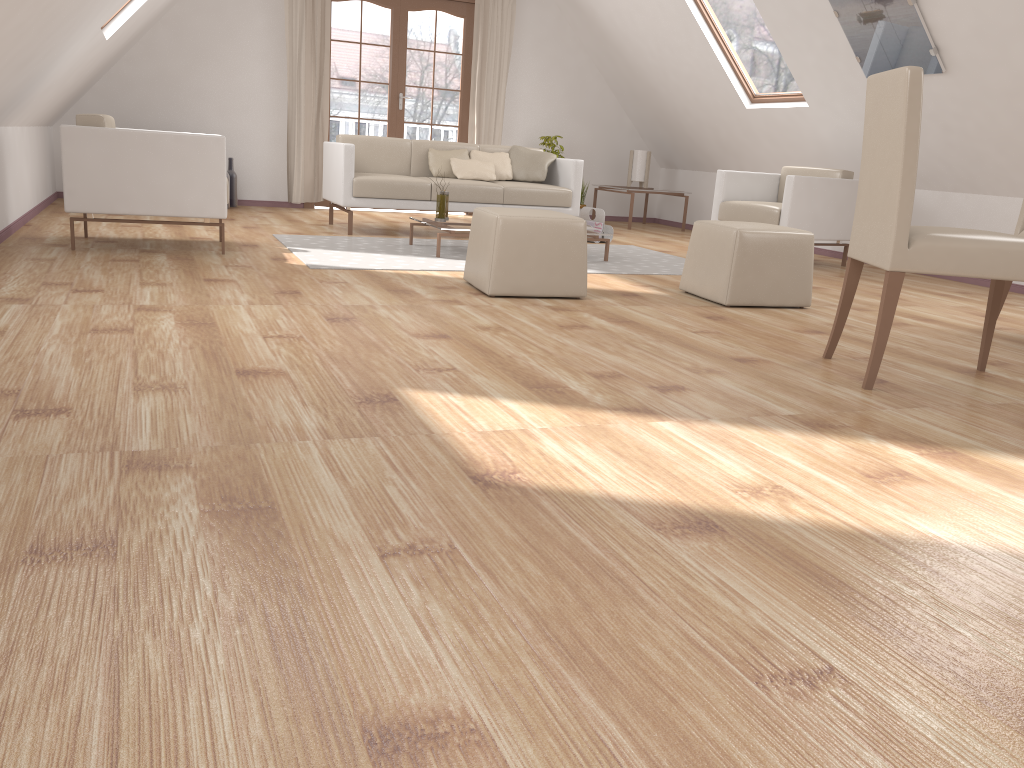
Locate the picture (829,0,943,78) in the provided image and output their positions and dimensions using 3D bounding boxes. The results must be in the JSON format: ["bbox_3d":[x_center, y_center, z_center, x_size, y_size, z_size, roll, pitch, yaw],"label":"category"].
[{"bbox_3d":[2.235,-2.334,5.509,0.683,0.738,0.650,-2,16,-22],"label":"picture"}]

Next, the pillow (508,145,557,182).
[{"bbox_3d":[0.141,-1.792,7.214,0.424,0.276,0.269,11,16,26],"label":"pillow"}]

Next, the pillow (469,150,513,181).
[{"bbox_3d":[-0.170,-1.761,7.146,0.351,0.225,0.196,0,15,-17],"label":"pillow"}]

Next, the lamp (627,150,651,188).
[{"bbox_3d":[1.324,-2.235,9.221,0.221,0.375,0.180,7,15,11],"label":"lamp"}]

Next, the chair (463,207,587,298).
[{"bbox_3d":[0.068,-0.658,4.360,0.506,0.394,0.506,-1,15,-17],"label":"chair"}]

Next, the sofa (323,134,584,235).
[{"bbox_3d":[-0.471,-1.541,6.975,1.880,0.706,0.820,-2,16,-22],"label":"sofa"}]

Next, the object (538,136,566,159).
[{"bbox_3d":[0.385,-2.102,9.049,0.311,0.846,0.307,-4,17,-29],"label":"object"}]

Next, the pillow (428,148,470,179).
[{"bbox_3d":[-0.488,-1.752,7.023,0.351,0.235,0.185,-1,15,-18],"label":"pillow"}]

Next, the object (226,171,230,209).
[{"bbox_3d":[-2.543,-1.762,7.800,0.115,0.443,0.120,-4,17,-27],"label":"object"}]

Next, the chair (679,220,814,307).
[{"bbox_3d":[1.215,-0.631,4.567,0.506,0.394,0.506,-1,15,-18],"label":"chair"}]

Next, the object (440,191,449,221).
[{"bbox_3d":[-0.451,-1.176,5.858,0.075,0.185,0.075,6,15,9],"label":"object"}]

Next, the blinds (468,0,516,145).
[{"bbox_3d":[-0.210,-2.787,8.777,0.424,2.129,0.123,-3,16,-27],"label":"blinds"}]

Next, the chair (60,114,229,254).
[{"bbox_3d":[-2.033,-1.138,5.013,0.820,0.706,0.748,-1,16,-19],"label":"chair"}]

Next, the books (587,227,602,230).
[{"bbox_3d":[0.447,-1.062,6.030,0.280,0.005,0.192,-4,17,-29],"label":"books"}]

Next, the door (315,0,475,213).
[{"bbox_3d":[-1.112,-2.700,8.581,1.546,2.001,0.098,-2,16,-22],"label":"door"}]

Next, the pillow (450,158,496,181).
[{"bbox_3d":[-0.295,-1.676,6.956,0.363,0.170,0.227,0,15,-17],"label":"pillow"}]

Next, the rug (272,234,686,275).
[{"bbox_3d":[-0.043,-0.854,5.854,2.800,0.007,1.600,-2,16,-22],"label":"rug"}]

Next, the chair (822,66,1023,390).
[{"bbox_3d":[1.471,-0.499,2.957,0.618,0.999,0.477,5,15,2],"label":"chair"}]

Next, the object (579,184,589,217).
[{"bbox_3d":[0.677,-1.866,8.960,0.209,0.480,0.234,14,17,32],"label":"object"}]

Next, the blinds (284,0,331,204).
[{"bbox_3d":[-1.895,-2.739,8.146,0.423,2.130,0.120,-3,16,-24],"label":"blinds"}]

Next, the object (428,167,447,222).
[{"bbox_3d":[-0.461,-1.229,5.713,0.123,0.359,0.184,9,15,18],"label":"object"}]

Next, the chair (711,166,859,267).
[{"bbox_3d":[2.043,-1.270,6.627,0.820,0.706,0.748,-5,17,-32],"label":"chair"}]

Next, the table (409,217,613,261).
[{"bbox_3d":[-0.025,-0.961,5.904,1.173,0.190,0.730,-2,16,-22],"label":"table"}]

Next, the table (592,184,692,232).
[{"bbox_3d":[1.311,-1.822,9.154,0.730,0.390,0.773,-2,16,-23],"label":"table"}]

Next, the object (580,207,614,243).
[{"bbox_3d":[0.649,-1.301,7.228,0.212,0.267,0.315,-6,18,-34],"label":"object"}]

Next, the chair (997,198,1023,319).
[{"bbox_3d":[2.530,-0.662,3.865,0.477,0.999,0.618,5,15,5],"label":"chair"}]

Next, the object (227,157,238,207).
[{"bbox_3d":[-2.541,-1.820,8.019,0.115,0.443,0.120,-4,17,-27],"label":"object"}]
